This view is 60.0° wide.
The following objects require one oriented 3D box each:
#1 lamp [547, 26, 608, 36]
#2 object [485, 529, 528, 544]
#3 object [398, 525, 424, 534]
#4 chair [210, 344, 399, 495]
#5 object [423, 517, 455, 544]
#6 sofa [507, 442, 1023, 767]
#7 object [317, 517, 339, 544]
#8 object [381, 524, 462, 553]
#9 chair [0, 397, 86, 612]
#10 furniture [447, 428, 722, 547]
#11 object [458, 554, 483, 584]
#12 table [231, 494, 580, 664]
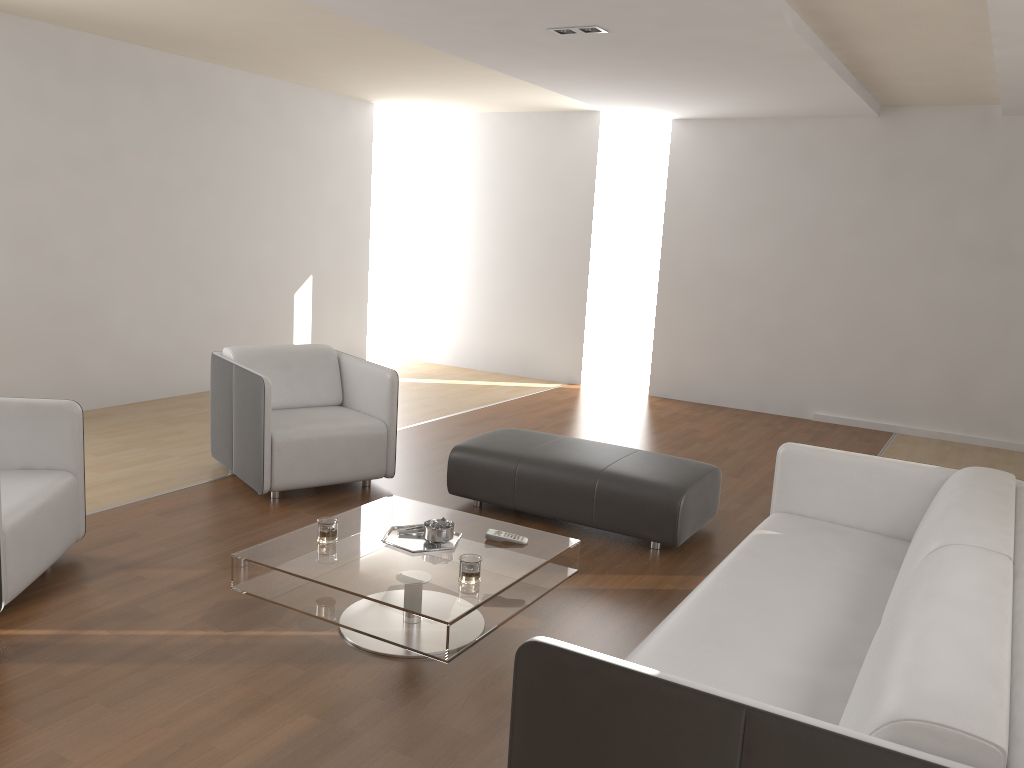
[{"bbox_3d":[0.350,-1.909,4.683,0.291,0.087,0.146,9,11,29],"label":"lamp"},{"bbox_3d":[-0.019,0.574,3.332,0.158,0.029,0.064,5,10,10],"label":"object"},{"bbox_3d":[-0.359,0.545,3.352,0.147,0.035,0.051,0,10,-19],"label":"object"},{"bbox_3d":[-1.198,0.152,5.009,0.767,0.661,0.919,-4,12,-35],"label":"chair"},{"bbox_3d":[-0.270,0.541,3.280,0.118,0.079,0.117,11,12,36],"label":"object"},{"bbox_3d":[0.937,0.705,2.546,0.919,0.661,2.238,9,11,29],"label":"sofa"},{"bbox_3d":[-0.669,0.531,3.218,0.079,0.077,0.079,7,10,17],"label":"object"},{"bbox_3d":[-0.334,0.571,3.293,0.315,0.011,0.273,11,12,36],"label":"object"},{"bbox_3d":[-2.199,0.414,3.280,0.919,0.706,0.767,2,10,-6],"label":"chair"},{"bbox_3d":[0.373,0.489,4.629,1.291,0.301,0.685,9,11,29],"label":"furniture"},{"bbox_3d":[-0.139,0.612,2.933,0.079,0.077,0.079,7,10,17],"label":"object"},{"bbox_3d":[-0.360,0.737,3.241,0.900,0.300,0.900,9,11,29],"label":"table"}]
